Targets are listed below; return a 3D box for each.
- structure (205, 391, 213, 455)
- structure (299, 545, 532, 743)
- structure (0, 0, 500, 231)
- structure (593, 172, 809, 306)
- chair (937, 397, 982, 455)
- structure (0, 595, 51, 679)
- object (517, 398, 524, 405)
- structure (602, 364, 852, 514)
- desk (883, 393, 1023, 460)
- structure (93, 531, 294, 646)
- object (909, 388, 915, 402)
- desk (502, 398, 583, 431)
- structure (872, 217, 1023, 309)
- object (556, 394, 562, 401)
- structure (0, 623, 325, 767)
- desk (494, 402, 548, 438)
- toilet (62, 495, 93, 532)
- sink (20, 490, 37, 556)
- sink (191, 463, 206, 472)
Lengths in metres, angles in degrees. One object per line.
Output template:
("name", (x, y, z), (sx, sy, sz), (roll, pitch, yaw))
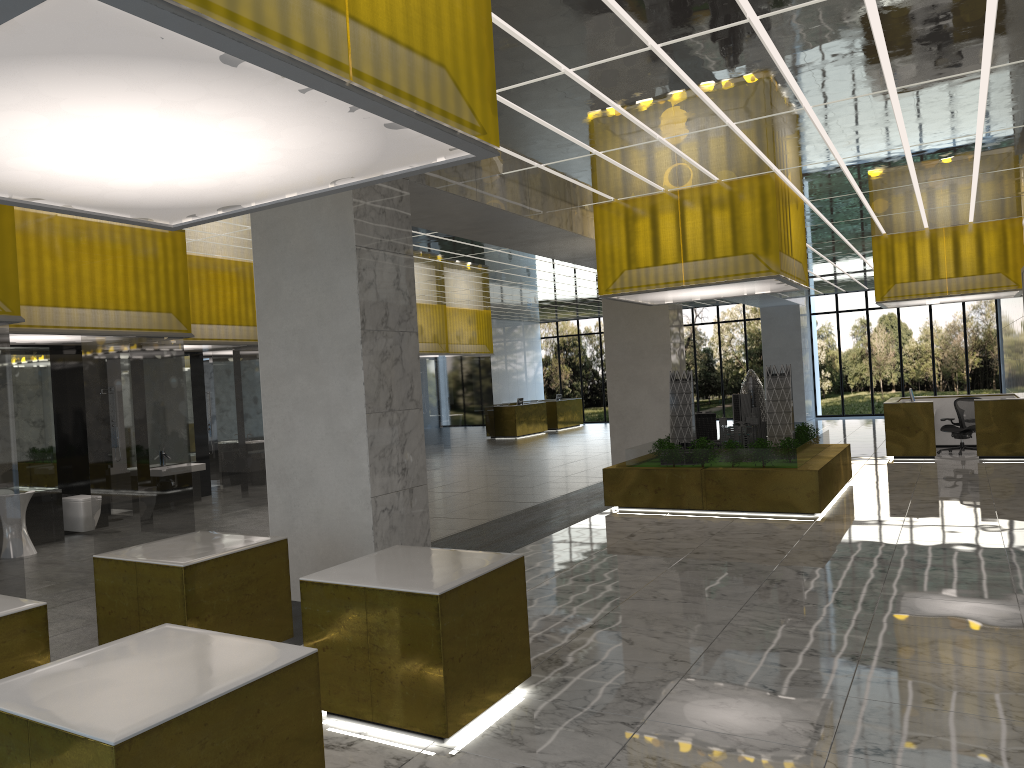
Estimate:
("structure", (-8.952, 1.151, 24.877), (0.236, 1.853, 0.431), (-3, 0, 21))
("structure", (-0.777, 2.108, 7.158), (1.439, 1.173, 1.368), (-3, 0, 30))
("structure", (-2.297, -2.498, 5.140), (3.431, 2.269, 3.073), (-3, 0, 31))
("structure", (3.733, -2.895, 16.674), (3.432, 2.269, 3.074), (-3, 0, 31))
("chair", (12.042, 1.113, 22.774), (0.978, 1.493, 1.184), (-3, 0, -36))
("structure", (-4.477, 2.327, 6.384), (1.439, 1.173, 1.368), (-3, 0, 30))
("object", (0.268, 1.014, 40.946), (0.581, 0.667, 0.710), (-3, 0, 30))
("structure", (4.573, 0.944, 17.732), (4.081, 2.571, 4.877), (-3, 0, 30))
("desk", (11.991, 1.120, 22.970), (3.392, 1.508, 3.300), (-3, 0, 30))
("structure", (-3.239, 2.245, 8.753), (1.439, 1.173, 1.368), (-3, 0, 30))
("object", (11.164, 0.446, 23.497), (0.581, 0.667, 0.710), (-3, 0, 30))
("desk", (1.624, 1.637, 45.490), (3.392, 1.508, 3.300), (-3, 0, 30))
("structure", (11.686, -3.384, 22.985), (3.432, 2.269, 2.954), (-3, 0, 31))
("object", (2.382, 0.874, 44.990), (0.580, 0.667, 0.711), (-3, 0, 30))
("structure", (-2.018, 2.190, 4.784), (1.439, 1.173, 1.368), (-3, 0, 30))
("desk", (-0.472, 1.775, 41.481), (3.392, 1.508, 3.300), (-3, 0, 30))
("toilet", (-8.845, 2.661, 17.524), (0.886, 0.694, 0.483), (-3, 0, 32))
("sink", (-9.031, 2.548, 15.582), (0.770, 1.459, 0.641), (-3, 0, 31))
("sink", (-8.282, 2.012, 20.805), (0.922, 1.053, 1.314), (-3, 0, 29))
